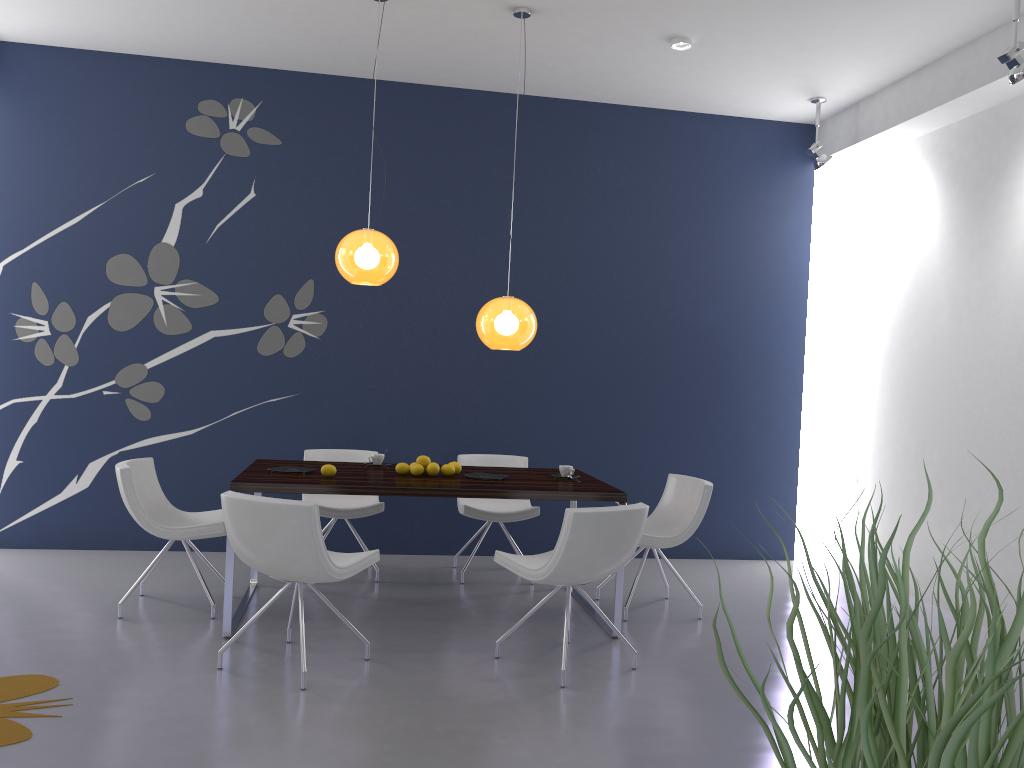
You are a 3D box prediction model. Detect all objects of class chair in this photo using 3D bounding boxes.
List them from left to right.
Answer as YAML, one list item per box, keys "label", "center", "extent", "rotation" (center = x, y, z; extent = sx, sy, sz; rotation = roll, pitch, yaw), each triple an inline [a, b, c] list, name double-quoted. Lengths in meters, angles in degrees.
- label: "chair"
  center: [-1.876, 0.837, 4.933]
  extent: [0.620, 0.805, 0.508]
  rotation: [3, 1, -10]
- label: "chair"
  center: [-0.990, 0.891, 4.068]
  extent: [0.508, 0.805, 0.620]
  rotation: [3, 1, 25]
- label: "chair"
  center: [-1.144, 0.863, 5.926]
  extent: [0.508, 0.805, 0.620]
  rotation: [3, 1, -15]
- label: "chair"
  center: [-0.119, 0.912, 6.099]
  extent: [0.508, 0.805, 0.620]
  rotation: [3, 1, -10]
- label: "chair"
  center: [0.293, 0.953, 4.274]
  extent: [0.508, 0.805, 0.620]
  rotation: [2, 1, -40]
- label: "chair"
  center: [0.865, 0.969, 5.396]
  extent: [0.620, 0.805, 0.508]
  rotation: [3, 1, -15]

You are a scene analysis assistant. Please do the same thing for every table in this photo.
- label: "table"
  center: [-0.502, 0.915, 5.114]
  extent: [2.046, 0.783, 1.127]
  rotation: [3, 1, -10]

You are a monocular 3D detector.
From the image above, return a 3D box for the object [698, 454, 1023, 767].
- label: "object"
  center: [0.220, 0.289, 0.527]
  extent: [0.247, 0.502, 0.269]
  rotation: [3, 1, 33]

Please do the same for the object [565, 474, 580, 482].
- label: "object"
  center: [0.358, 0.550, 5.194]
  extent: [0.032, 0.028, 0.155]
  rotation: [2, 1, -29]

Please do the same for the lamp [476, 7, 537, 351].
- label: "lamp"
  center: [0.010, -1.184, 5.164]
  extent: [0.359, 1.974, 0.358]
  rotation: [3, 1, -4]

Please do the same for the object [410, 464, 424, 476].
- label: "object"
  center: [-0.540, 0.488, 5.038]
  extent: [0.070, 0.068, 0.083]
  rotation: [2, 1, -41]

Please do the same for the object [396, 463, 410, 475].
- label: "object"
  center: [-0.623, 0.484, 5.067]
  extent: [0.083, 0.068, 0.070]
  rotation: [3, 1, -6]

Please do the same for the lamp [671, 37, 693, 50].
- label: "lamp"
  center: [1.051, -2.108, 5.495]
  extent: [0.132, 0.035, 0.132]
  rotation: [3, 1, 37]

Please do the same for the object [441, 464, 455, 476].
- label: "object"
  center: [-0.368, 0.496, 5.106]
  extent: [0.083, 0.068, 0.070]
  rotation: [3, 1, -6]

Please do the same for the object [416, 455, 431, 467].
- label: "object"
  center: [-0.507, 0.444, 5.082]
  extent: [0.083, 0.068, 0.070]
  rotation: [3, 1, -6]

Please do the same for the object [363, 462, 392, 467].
- label: "object"
  center: [-0.827, 0.495, 5.448]
  extent: [0.154, 0.020, 0.154]
  rotation: [3, 1, 35]

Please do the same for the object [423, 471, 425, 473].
- label: "object"
  center: [-0.519, 0.483, 5.203]
  extent: [0.079, 0.077, 0.094]
  rotation: [3, 1, 34]

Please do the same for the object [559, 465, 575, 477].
- label: "object"
  center: [0.331, 0.523, 5.298]
  extent: [0.101, 0.064, 0.081]
  rotation: [3, 1, 16]

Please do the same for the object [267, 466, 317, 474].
- label: "object"
  center: [-1.225, 0.481, 4.944]
  extent: [0.232, 0.020, 0.232]
  rotation: [3, 1, 19]

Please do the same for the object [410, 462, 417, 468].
- label: "object"
  center: [-0.554, 0.486, 5.122]
  extent: [0.070, 0.068, 0.083]
  rotation: [2, 1, -41]

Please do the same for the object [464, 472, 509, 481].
- label: "object"
  center: [-0.146, 0.533, 5.094]
  extent: [0.232, 0.020, 0.232]
  rotation: [3, 1, 19]

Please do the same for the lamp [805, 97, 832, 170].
- label: "lamp"
  center: [2.253, -1.821, 6.486]
  extent: [0.185, 0.511, 0.150]
  rotation: [3, 1, -10]

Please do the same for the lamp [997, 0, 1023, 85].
- label: "lamp"
  center: [2.584, -1.782, 4.514]
  extent: [0.185, 0.511, 0.150]
  rotation: [3, 1, -10]

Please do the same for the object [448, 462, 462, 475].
- label: "object"
  center: [-0.340, 0.492, 5.186]
  extent: [0.079, 0.077, 0.094]
  rotation: [2, 1, -36]

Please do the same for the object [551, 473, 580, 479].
- label: "object"
  center: [0.320, 0.554, 5.301]
  extent: [0.154, 0.020, 0.154]
  rotation: [3, 1, 36]

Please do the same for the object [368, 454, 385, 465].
- label: "object"
  center: [-0.828, 0.464, 5.438]
  extent: [0.081, 0.064, 0.101]
  rotation: [3, 1, 15]

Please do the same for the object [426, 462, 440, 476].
- label: "object"
  center: [-0.450, 0.486, 5.056]
  extent: [0.076, 0.080, 0.094]
  rotation: [3, 1, -8]

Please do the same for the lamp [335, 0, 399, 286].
- label: "lamp"
  center: [-0.788, -1.387, 5.024]
  extent: [0.358, 1.645, 0.359]
  rotation: [3, 1, 1]

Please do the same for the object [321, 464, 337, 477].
- label: "object"
  center: [-0.990, 0.468, 4.792]
  extent: [0.083, 0.068, 0.070]
  rotation: [3, 1, -6]

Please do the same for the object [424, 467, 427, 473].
- label: "object"
  center: [-0.473, 0.489, 5.136]
  extent: [0.081, 0.071, 0.069]
  rotation: [2, 1, -33]
